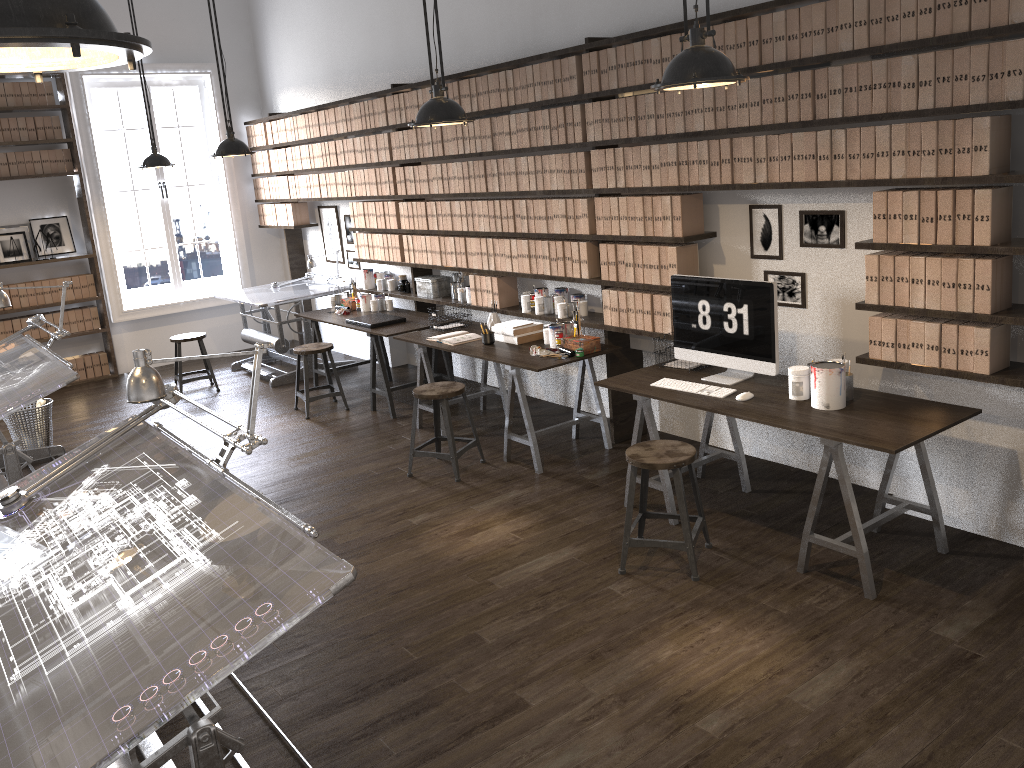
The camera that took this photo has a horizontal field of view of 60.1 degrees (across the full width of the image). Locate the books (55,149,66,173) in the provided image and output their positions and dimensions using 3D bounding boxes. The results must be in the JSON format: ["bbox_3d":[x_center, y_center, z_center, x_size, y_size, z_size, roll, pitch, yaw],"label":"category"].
[{"bbox_3d":[-4.402,-2.161,8.602,0.067,0.223,0.175,-13,15,-34],"label":"books"}]

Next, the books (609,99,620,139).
[{"bbox_3d":[0.647,-1.512,5.054,0.175,0.223,0.067,-14,15,-35],"label":"books"}]

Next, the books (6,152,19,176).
[{"bbox_3d":[-4.729,-2.071,8.364,0.067,0.223,0.175,-13,15,-34],"label":"books"}]

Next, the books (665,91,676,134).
[{"bbox_3d":[0.903,-1.447,4.715,0.175,0.223,0.067,-14,15,-35],"label":"books"}]

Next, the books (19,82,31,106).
[{"bbox_3d":[-4.608,-2.727,8.361,0.067,0.223,0.175,-13,15,-34],"label":"books"}]

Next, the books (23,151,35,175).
[{"bbox_3d":[-4.621,-2.102,8.449,0.067,0.223,0.175,-13,15,-34],"label":"books"}]

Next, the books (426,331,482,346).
[{"bbox_3d":[-0.388,-0.319,6.038,0.257,0.029,0.356,-15,17,-34],"label":"books"}]

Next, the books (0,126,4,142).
[{"bbox_3d":[-4.809,-2.357,8.263,0.067,0.223,0.175,-13,15,-34],"label":"books"}]

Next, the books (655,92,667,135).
[{"bbox_3d":[0.861,-1.458,4.772,0.175,0.223,0.067,-14,15,-35],"label":"books"}]

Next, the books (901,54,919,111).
[{"bbox_3d":[1.688,-1.243,3.662,0.175,0.223,0.067,-14,15,-35],"label":"books"}]

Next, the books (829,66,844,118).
[{"bbox_3d":[1.486,-1.295,3.931,0.175,0.223,0.067,-14,15,-35],"label":"books"}]

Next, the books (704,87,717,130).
[{"bbox_3d":[1.060,-1.404,4.498,0.175,0.223,0.067,-14,15,-35],"label":"books"}]

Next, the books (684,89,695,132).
[{"bbox_3d":[0.982,-1.426,4.608,0.175,0.223,0.067,-14,15,-35],"label":"books"}]

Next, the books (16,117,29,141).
[{"bbox_3d":[-4.643,-2.403,8.383,0.067,0.223,0.175,-13,15,-34],"label":"books"}]

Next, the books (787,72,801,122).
[{"bbox_3d":[1.358,-1.330,4.108,0.175,0.223,0.067,-14,15,-35],"label":"books"}]

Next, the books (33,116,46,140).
[{"bbox_3d":[-4.525,-2.435,8.466,0.067,0.223,0.175,-13,15,-34],"label":"books"}]

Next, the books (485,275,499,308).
[{"bbox_3d":[-0.093,-0.674,6.384,0.175,0.223,0.067,-14,15,-35],"label":"books"}]

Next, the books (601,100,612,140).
[{"bbox_3d":[0.606,-1.521,5.102,0.175,0.223,0.067,-14,15,-35],"label":"books"}]

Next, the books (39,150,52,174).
[{"bbox_3d":[-4.503,-2.132,8.525,0.067,0.223,0.175,-13,15,-34],"label":"books"}]

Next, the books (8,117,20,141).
[{"bbox_3d":[-4.702,-2.388,8.346,0.067,0.223,0.175,-13,15,-34],"label":"books"}]

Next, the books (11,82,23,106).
[{"bbox_3d":[-4.664,-2.713,8.327,0.067,0.223,0.175,-13,15,-34],"label":"books"}]

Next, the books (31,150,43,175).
[{"bbox_3d":[-4.563,-2.117,8.486,0.067,0.223,0.175,-13,15,-34],"label":"books"}]

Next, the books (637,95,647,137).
[{"bbox_3d":[0.777,-1.480,4.885,0.175,0.223,0.067,-14,15,-35],"label":"books"}]

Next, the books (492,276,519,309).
[{"bbox_3d":[-0.047,-0.664,6.330,0.175,0.223,0.067,-14,15,-35],"label":"books"}]

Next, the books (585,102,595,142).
[{"bbox_3d":[0.523,-1.544,5.219,0.175,0.223,0.067,-14,15,-35],"label":"books"}]

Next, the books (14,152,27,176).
[{"bbox_3d":[-4.675,-2.087,8.408,0.067,0.223,0.175,-13,15,-34],"label":"books"}]

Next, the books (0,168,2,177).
[{"bbox_3d":[-4.839,-2.042,8.290,0.067,0.223,0.175,-13,15,-34],"label":"books"}]

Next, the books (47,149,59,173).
[{"bbox_3d":[-4.450,-2.146,8.563,0.067,0.223,0.175,-13,15,-34],"label":"books"}]

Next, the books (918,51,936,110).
[{"bbox_3d":[1.730,-1.232,3.603,0.175,0.223,0.067,-14,15,-35],"label":"books"}]

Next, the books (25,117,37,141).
[{"bbox_3d":[-4.589,-2.419,8.428,0.067,0.223,0.175,-13,15,-34],"label":"books"}]

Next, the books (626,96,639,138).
[{"bbox_3d":[0.728,-1.490,4.942,0.175,0.223,0.067,-14,15,-35],"label":"books"}]

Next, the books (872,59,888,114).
[{"bbox_3d":[1.609,-1.262,3.763,0.175,0.223,0.067,-14,15,-35],"label":"books"}]

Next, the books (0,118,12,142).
[{"bbox_3d":[-4.758,-2.373,8.306,0.067,0.223,0.175,-13,15,-34],"label":"books"}]

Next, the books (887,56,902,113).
[{"bbox_3d":[1.652,-1.253,3.713,0.175,0.223,0.067,-14,15,-35],"label":"books"}]

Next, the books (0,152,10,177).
[{"bbox_3d":[-4.788,-2.055,8.325,0.067,0.223,0.175,-13,15,-34],"label":"books"}]

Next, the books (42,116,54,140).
[{"bbox_3d":[-4.469,-2.451,8.513,0.067,0.223,0.175,-13,15,-34],"label":"books"}]

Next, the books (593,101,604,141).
[{"bbox_3d":[0.563,-1.532,5.160,0.175,0.223,0.067,-14,15,-35],"label":"books"}]

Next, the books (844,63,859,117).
[{"bbox_3d":[1.531,-1.285,3.877,0.175,0.223,0.067,-14,15,-35],"label":"books"}]

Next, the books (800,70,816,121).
[{"bbox_3d":[1.398,-1.317,4.046,0.175,0.223,0.067,-14,15,-35],"label":"books"}]

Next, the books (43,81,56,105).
[{"bbox_3d":[-4.442,-2.773,8.482,0.067,0.223,0.175,-13,15,-34],"label":"books"}]

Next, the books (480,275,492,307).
[{"bbox_3d":[-0.132,-0.686,6.443,0.175,0.223,0.067,-14,15,-35],"label":"books"}]

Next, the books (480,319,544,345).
[{"bbox_3d":[-0.015,-0.351,5.812,0.387,0.146,0.296,-15,17,-34],"label":"books"}]

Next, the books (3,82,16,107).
[{"bbox_3d":[-4.713,-2.699,8.290,0.067,0.223,0.175,-13,15,-34],"label":"books"}]

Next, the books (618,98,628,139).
[{"bbox_3d":[0.688,-1.502,5.004,0.175,0.223,0.067,-14,15,-35],"label":"books"}]

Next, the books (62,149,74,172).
[{"bbox_3d":[-4.346,-2.176,8.643,0.067,0.223,0.175,-13,15,-34],"label":"books"}]

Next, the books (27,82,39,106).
[{"bbox_3d":[-4.558,-2.742,8.405,0.067,0.223,0.175,-13,15,-34],"label":"books"}]

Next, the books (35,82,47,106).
[{"bbox_3d":[-4.501,-2.758,8.445,0.067,0.223,0.175,-13,15,-34],"label":"books"}]

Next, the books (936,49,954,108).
[{"bbox_3d":[1.775,-1.222,3.549,0.175,0.223,0.067,-14,15,-35],"label":"books"}]

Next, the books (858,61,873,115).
[{"bbox_3d":[1.573,-1.274,3.820,0.175,0.223,0.067,-14,15,-35],"label":"books"}]

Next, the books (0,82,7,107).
[{"bbox_3d":[-4.770,-2.683,8.247,0.067,0.223,0.175,-13,15,-34],"label":"books"}]

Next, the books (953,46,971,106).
[{"bbox_3d":[1.818,-1.211,3.495,0.175,0.223,0.067,-14,15,-35],"label":"books"}]

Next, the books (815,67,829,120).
[{"bbox_3d":[1.447,-1.307,3.990,0.175,0.223,0.067,-14,15,-35],"label":"books"}]

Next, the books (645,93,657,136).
[{"bbox_3d":[0.816,-1.468,4.826,0.175,0.223,0.067,-14,15,-35],"label":"books"}]

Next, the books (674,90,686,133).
[{"bbox_3d":[0.939,-1.435,4.658,0.175,0.223,0.067,-14,15,-35],"label":"books"}]

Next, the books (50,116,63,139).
[{"bbox_3d":[-4.407,-2.468,8.554,0.067,0.223,0.175,-13,15,-34],"label":"books"}]
